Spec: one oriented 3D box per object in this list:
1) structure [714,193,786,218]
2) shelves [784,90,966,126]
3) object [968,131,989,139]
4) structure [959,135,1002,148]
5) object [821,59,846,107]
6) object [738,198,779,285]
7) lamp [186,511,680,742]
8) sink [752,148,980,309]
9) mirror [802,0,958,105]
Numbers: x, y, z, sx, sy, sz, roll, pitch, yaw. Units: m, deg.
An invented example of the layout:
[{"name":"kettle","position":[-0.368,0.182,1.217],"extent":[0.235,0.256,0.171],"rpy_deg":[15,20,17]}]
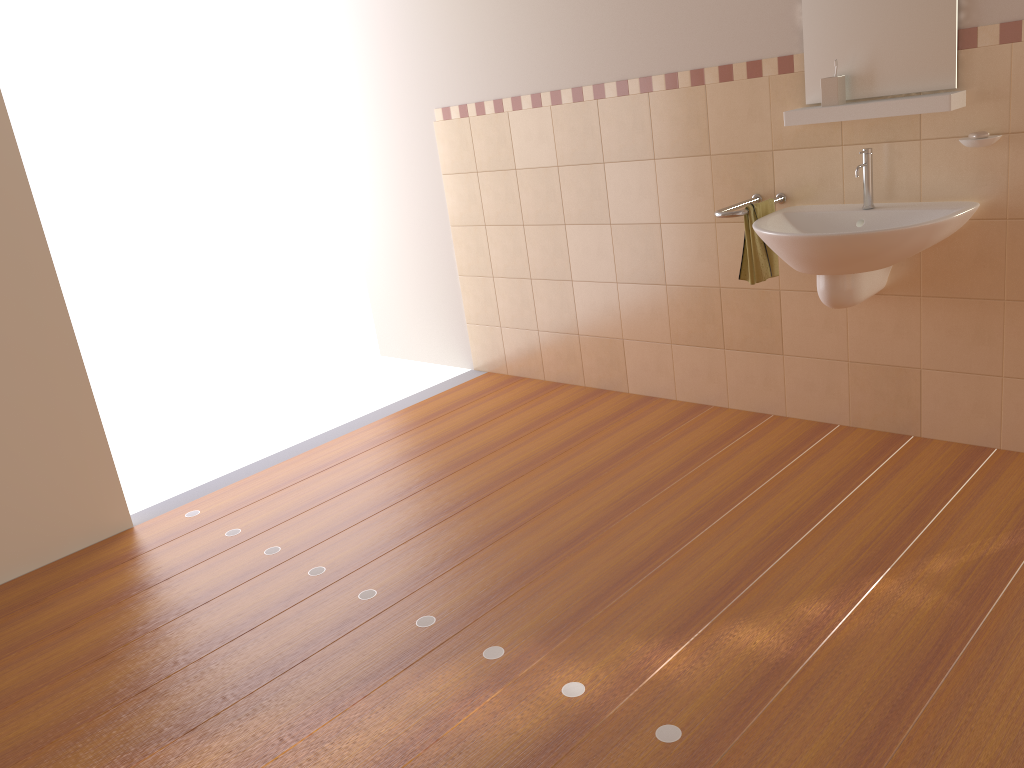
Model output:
[{"name":"structure","position":[0.868,-0.654,3.272],"extent":[0.142,0.042,0.333],"rpy_deg":[9,25,44]},{"name":"shelves","position":[1.195,-0.916,2.956],"extent":[0.554,0.050,0.138],"rpy_deg":[9,25,44]},{"name":"object","position":[1.462,-0.779,2.779],"extent":[0.050,0.023,0.075],"rpy_deg":[-5,18,10]},{"name":"structure","position":[1.464,-0.758,2.786],"extent":[0.117,0.029,0.092],"rpy_deg":[9,25,44]},{"name":"object","position":[1.087,-1.022,3.007],"extent":[0.063,0.149,0.073],"rpy_deg":[9,25,44]},{"name":"object","position":[0.924,-0.525,3.269],"extent":[0.181,0.306,0.085],"rpy_deg":[-18,20,-26]},{"name":"lamp","position":[0.806,0.252,3.417],"extent":[3.173,0.001,2.893],"rpy_deg":[9,25,44]},{"name":"sink","position":[1.114,-0.493,2.941],"extent":[0.683,0.516,0.539],"rpy_deg":[9,25,44]},{"name":"mirror","position":[1.170,-1.340,2.859],"extent":[0.502,0.799,0.008],"rpy_deg":[9,25,44]}]
